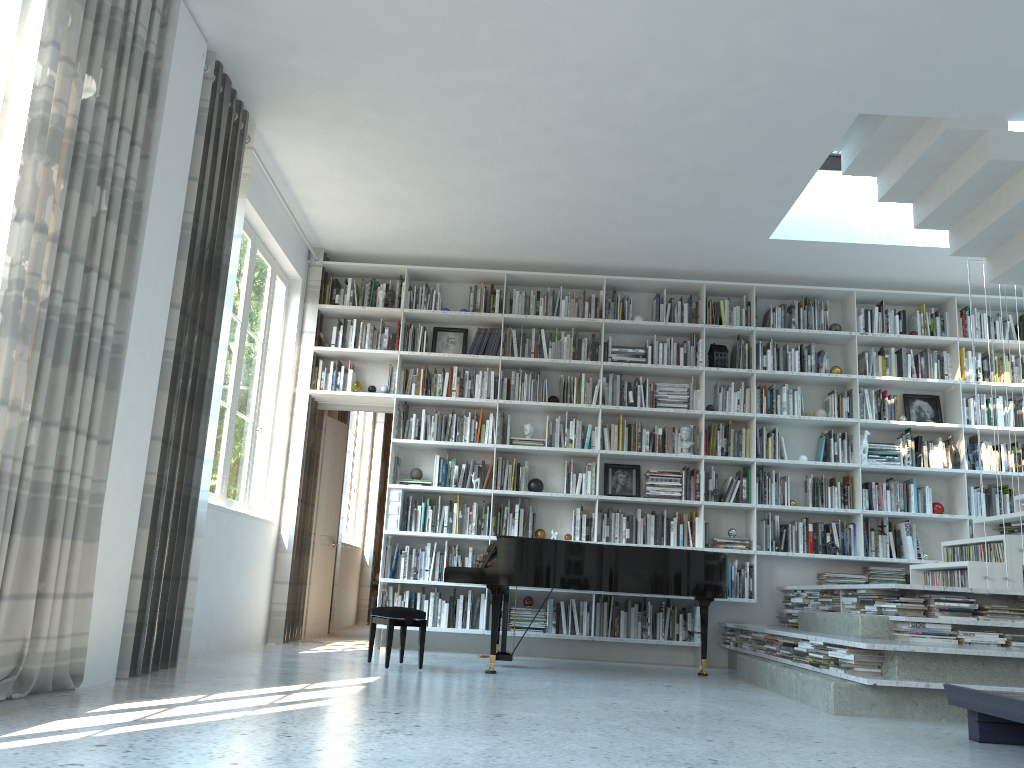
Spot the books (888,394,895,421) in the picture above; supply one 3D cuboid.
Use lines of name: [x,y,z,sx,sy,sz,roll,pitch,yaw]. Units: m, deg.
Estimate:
books: [3.154,0.226,7.419,0.021,0.252,0.167,3,-13,1]

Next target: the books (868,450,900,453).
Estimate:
books: [3.041,0.568,7.350,0.285,0.012,0.160,3,-13,3]

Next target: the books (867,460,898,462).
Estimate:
books: [3.033,0.649,7.327,0.254,0.012,0.161,2,-13,5]

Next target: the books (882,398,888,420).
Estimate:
books: [3.088,0.241,7.400,0.013,0.206,0.190,3,-13,1]

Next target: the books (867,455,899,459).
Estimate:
books: [3.036,0.614,7.333,0.254,0.012,0.161,4,-13,-4]

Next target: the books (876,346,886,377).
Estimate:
books: [3.121,-0.154,7.504,0.011,0.295,0.163,3,-13,1]

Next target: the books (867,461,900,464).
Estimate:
books: [3.032,0.660,7.322,0.285,0.012,0.160,2,-13,6]

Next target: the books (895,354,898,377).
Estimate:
books: [3.217,-0.121,7.499,0.025,0.238,0.143,3,-13,1]

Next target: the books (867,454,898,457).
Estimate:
books: [3.037,0.604,7.346,0.254,0.012,0.161,3,-13,1]

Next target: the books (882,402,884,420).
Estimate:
books: [3.073,0.217,7.433,0.020,0.266,0.152,3,-13,1]

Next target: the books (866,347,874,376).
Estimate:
books: [3.012,-0.153,7.506,0.051,0.281,0.167,3,-13,1]

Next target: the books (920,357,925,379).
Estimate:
books: [3.432,-0.102,7.481,0.031,0.217,0.166,3,-13,1]

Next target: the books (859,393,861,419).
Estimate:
books: [2.887,0.216,7.444,0.030,0.253,0.128,3,-13,1]

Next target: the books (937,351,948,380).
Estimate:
books: [3.633,-0.121,7.495,0.026,0.283,0.147,3,-13,1]

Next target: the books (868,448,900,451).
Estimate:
books: [3.042,0.555,7.345,0.285,0.012,0.160,4,-13,-4]

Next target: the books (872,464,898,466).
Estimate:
books: [3.031,0.685,7.319,0.285,0.012,0.160,2,-13,5]

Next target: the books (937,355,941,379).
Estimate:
books: [3.568,-0.105,7.486,0.030,0.240,0.162,3,-13,1]

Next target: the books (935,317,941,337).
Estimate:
books: [3.599,-0.446,7.562,0.029,0.209,0.170,3,-13,1]

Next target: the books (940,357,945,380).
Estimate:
books: [3.608,-0.098,7.494,0.022,0.233,0.159,3,-13,1]

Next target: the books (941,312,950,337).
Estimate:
books: [3.684,-0.468,7.568,0.026,0.262,0.163,3,-13,1]

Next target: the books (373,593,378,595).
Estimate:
books: [-1.772,2.653,11.215,0.128,0.030,0.182,-2,-14,22]

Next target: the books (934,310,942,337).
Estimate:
books: [3.628,-0.475,7.586,0.025,0.278,0.136,3,-13,1]

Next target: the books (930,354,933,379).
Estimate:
books: [3.512,-0.112,7.489,0.011,0.248,0.152,3,-13,1]

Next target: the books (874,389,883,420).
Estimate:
books: [3.058,0.203,7.422,0.012,0.286,0.177,3,-13,1]

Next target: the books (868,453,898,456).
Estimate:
books: [3.040,0.590,7.338,0.254,0.012,0.161,2,-13,6]

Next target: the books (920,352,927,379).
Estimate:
books: [3.460,-0.121,7.494,0.023,0.263,0.156,3,-13,1]

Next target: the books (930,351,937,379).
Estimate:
books: [3.536,-0.124,7.482,0.036,0.271,0.177,3,-13,1]

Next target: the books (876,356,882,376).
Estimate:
books: [3.074,-0.117,7.483,0.025,0.207,0.175,3,-13,1]

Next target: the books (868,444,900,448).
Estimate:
books: [3.044,0.521,7.360,0.285,0.012,0.160,3,-13,-1]

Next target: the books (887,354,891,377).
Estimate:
books: [3.167,-0.119,7.511,0.024,0.235,0.147,3,-13,1]

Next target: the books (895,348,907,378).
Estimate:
books: [3.246,-0.144,7.451,0.032,0.264,0.246,3,-13,1]

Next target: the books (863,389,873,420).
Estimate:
books: [2.961,0.199,7.431,0.065,0.288,0.146,3,-13,1]

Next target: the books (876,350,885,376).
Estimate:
books: [3.102,-0.140,7.493,0.026,0.260,0.168,3,-13,1]

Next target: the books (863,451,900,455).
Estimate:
books: [3.040,0.579,7.345,0.285,0.012,0.160,4,-13,-2]

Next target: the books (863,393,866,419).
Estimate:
books: [2.922,0.216,7.421,0.011,0.247,0.156,3,-13,1]

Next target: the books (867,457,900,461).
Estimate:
books: [3.035,0.627,7.337,0.285,0.012,0.160,3,-13,-1]

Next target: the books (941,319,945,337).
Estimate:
books: [3.654,-0.439,7.584,0.031,0.211,0.132,3,-13,1]

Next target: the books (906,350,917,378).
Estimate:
books: [3.367,-0.134,7.505,0.048,0.282,0.162,3,-13,1]

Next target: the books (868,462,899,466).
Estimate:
books: [3.032,0.673,7.322,0.254,0.012,0.161,4,-13,-3]

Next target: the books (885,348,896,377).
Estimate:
books: [3.193,-0.148,7.496,0.026,0.287,0.156,3,-13,1]

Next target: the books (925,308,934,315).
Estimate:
books: [3.578,-0.488,7.585,0.020,0.298,0.131,3,-13,1]

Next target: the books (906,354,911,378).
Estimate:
books: [3.310,-0.117,7.474,0.030,0.229,0.187,3,-13,1]

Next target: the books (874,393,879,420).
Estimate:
books: [3.030,0.217,7.444,0.043,0.268,0.131,3,-13,1]

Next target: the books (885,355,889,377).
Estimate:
books: [3.139,-0.118,7.496,0.030,0.223,0.158,3,-13,1]

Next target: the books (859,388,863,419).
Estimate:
books: [2.910,0.192,7.436,0.015,0.300,0.141,3,-13,1]

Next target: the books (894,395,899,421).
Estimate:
books: [3.177,0.229,7.408,0.026,0.243,0.178,3,-13,1]

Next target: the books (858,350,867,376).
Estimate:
books: [2.967,-0.141,7.506,0.012,0.253,0.161,3,-13,1]

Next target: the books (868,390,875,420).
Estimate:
books: [3.003,0.205,7.436,0.012,0.284,0.160,3,-13,1]

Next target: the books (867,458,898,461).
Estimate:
books: [3.034,0.638,7.334,0.254,0.012,0.161,3,-13,3]

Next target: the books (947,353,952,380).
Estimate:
books: [3.661,-0.111,7.491,0.031,0.264,0.170,3,-13,1]

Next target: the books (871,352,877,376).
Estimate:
books: [3.050,-0.134,7.510,0.026,0.250,0.131,3,-13,1]

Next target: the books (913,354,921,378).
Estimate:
books: [3.397,-0.116,7.477,0.014,0.239,0.190,3,-13,1]

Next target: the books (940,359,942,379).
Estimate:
books: [3.591,-0.102,7.503,0.014,0.245,0.143,3,-13,1]

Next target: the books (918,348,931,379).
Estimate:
books: [3.483,-0.138,7.484,0.022,0.294,0.181,3,-13,1]

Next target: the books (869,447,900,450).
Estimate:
books: [3.042,0.545,7.355,0.285,0.012,0.160,3,-13,3]

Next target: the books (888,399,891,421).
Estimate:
books: [3.125,0.244,7.415,0.033,0.212,0.153,3,-13,1]

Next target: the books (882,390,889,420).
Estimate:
books: [3.104,0.207,7.419,0.014,0.284,0.176,3,-13,1]

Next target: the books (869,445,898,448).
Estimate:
books: [3.043,0.533,7.358,0.254,0.012,0.161,3,-13,3]

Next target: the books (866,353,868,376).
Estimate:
books: [2.979,-0.133,7.501,0.013,0.236,0.142,3,-13,1]
